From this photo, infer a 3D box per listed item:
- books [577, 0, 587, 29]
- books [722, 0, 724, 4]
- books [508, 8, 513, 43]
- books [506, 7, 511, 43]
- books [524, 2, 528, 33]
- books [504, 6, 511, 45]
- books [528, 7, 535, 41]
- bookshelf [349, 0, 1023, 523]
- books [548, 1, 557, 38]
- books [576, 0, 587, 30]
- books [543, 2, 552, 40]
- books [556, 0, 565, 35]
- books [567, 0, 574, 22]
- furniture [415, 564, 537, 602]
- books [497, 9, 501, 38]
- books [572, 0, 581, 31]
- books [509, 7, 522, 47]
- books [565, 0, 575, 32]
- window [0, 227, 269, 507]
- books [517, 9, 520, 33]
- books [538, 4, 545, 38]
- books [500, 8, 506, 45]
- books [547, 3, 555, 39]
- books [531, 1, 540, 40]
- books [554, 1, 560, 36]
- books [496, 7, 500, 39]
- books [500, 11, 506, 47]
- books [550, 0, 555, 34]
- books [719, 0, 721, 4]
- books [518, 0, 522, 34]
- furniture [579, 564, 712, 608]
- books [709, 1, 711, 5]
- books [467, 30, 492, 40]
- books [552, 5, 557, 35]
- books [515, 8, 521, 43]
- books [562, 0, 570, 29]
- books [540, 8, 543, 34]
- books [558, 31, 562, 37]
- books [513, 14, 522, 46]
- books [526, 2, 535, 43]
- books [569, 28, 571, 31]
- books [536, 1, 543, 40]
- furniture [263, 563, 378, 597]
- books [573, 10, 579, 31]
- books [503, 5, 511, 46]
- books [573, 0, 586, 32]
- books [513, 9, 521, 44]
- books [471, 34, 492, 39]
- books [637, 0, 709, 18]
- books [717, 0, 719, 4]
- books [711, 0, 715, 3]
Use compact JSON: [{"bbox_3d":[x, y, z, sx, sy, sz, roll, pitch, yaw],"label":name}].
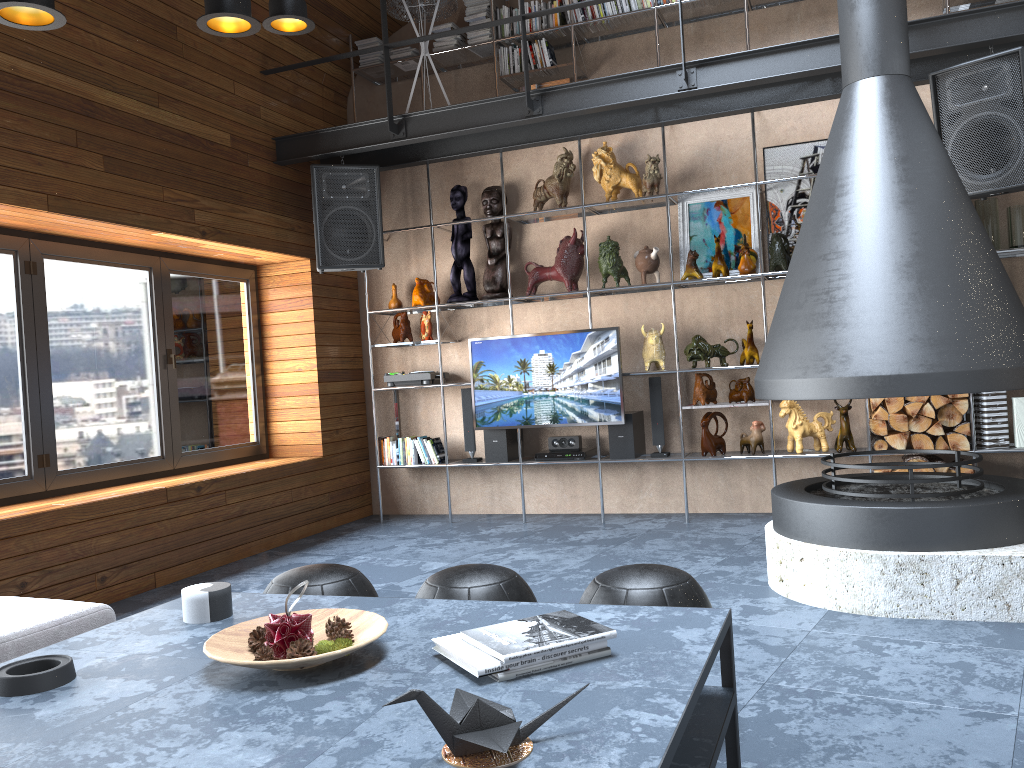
[{"bbox_3d":[0.489,-2.519,6.027,0.053,0.206,0.148,-3,1,21],"label":"books"},{"bbox_3d":[1.335,-2.576,5.723,0.049,0.216,0.137,-3,0,21],"label":"books"},{"bbox_3d":[0.013,-2.506,6.243,0.013,0.234,0.148,-3,0,21],"label":"books"},{"bbox_3d":[-0.003,-2.505,6.237,0.013,0.234,0.148,-3,0,21],"label":"books"},{"bbox_3d":[0.122,-2.512,6.173,0.013,0.234,0.148,-3,0,21],"label":"books"},{"bbox_3d":[-0.007,-2.513,6.263,0.012,0.251,0.192,-3,1,21],"label":"books"},{"bbox_3d":[0.150,-2.496,6.166,0.019,0.199,0.143,-3,1,21],"label":"books"},{"bbox_3d":[3.909,-2.382,4.824,10.738,6.219,0.421,-3,0,21],"label":"bookshelf"},{"bbox_3d":[0.282,-2.512,6.124,0.016,0.216,0.115,-3,0,21],"label":"books"},{"bbox_3d":[0.472,-2.532,6.034,0.053,0.233,0.148,-3,0,21],"label":"books"},{"bbox_3d":[0.252,-2.506,6.126,0.018,0.206,0.148,-3,1,21],"label":"books"},{"bbox_3d":[0.338,-2.531,6.086,0.018,0.247,0.131,-3,0,21],"label":"books"},{"bbox_3d":[0.416,-2.529,6.055,0.055,0.235,0.143,-3,0,20],"label":"books"},{"bbox_3d":[-0.107,0.778,2.666,0.401,0.462,0.402,-3,1,41],"label":"furniture"},{"bbox_3d":[-0.068,-2.501,6.249,0.013,0.234,0.148,-3,0,21],"label":"books"},{"bbox_3d":[0.449,-2.515,6.052,0.051,0.203,0.130,-3,0,21],"label":"books"},{"bbox_3d":[0.024,-2.505,6.227,0.021,0.231,0.161,-3,0,21],"label":"books"},{"bbox_3d":[0.406,-2.517,6.063,0.051,0.212,0.136,-3,0,21],"label":"books"},{"bbox_3d":[-2.861,-0.071,3.810,0.101,1.522,5.936,-3,1,21],"label":"window"},{"bbox_3d":[0.073,-2.501,6.207,0.010,0.217,0.148,-3,0,21],"label":"books"},{"bbox_3d":[0.217,-2.508,6.160,0.014,0.213,0.136,-3,0,21],"label":"books"},{"bbox_3d":[-0.036,-2.502,6.255,0.018,0.232,0.169,-3,1,21],"label":"books"},{"bbox_3d":[0.272,-2.508,6.138,0.010,0.206,0.130,-3,0,21],"label":"books"},{"bbox_3d":[0.172,-2.518,6.170,0.023,0.240,0.146,-3,0,21],"label":"books"},{"bbox_3d":[0.322,-2.509,6.101,0.021,0.203,0.129,-3,0,21],"label":"books"},{"bbox_3d":[-0.066,-2.512,6.289,0.010,0.255,0.207,-3,1,21],"label":"books"},{"bbox_3d":[-0.048,-2.502,6.267,0.013,0.234,0.148,-3,0,21],"label":"books"},{"bbox_3d":[0.290,-2.521,6.101,0.010,0.231,0.129,-3,0,21],"label":"books"},{"bbox_3d":[1.319,-2.575,5.715,0.051,0.218,0.133,-3,0,20],"label":"books"},{"bbox_3d":[0.085,-2.527,6.202,0.020,0.268,0.143,-3,0,21],"label":"books"},{"bbox_3d":[0.381,0.749,2.518,0.402,0.462,0.401,-3,1,36],"label":"furniture"},{"bbox_3d":[1.255,-2.577,5.741,0.054,0.220,0.118,-3,0,21],"label":"books"},{"bbox_3d":[-0.183,-2.450,6.314,0.182,0.016,0.252,-3,1,25],"label":"books"},{"bbox_3d":[0.306,-2.497,6.105,0.014,0.181,0.131,-3,1,21],"label":"books"},{"bbox_3d":[0.059,-2.497,6.208,0.018,0.210,0.146,-3,0,21],"label":"books"},{"bbox_3d":[0.388,-2.519,6.068,0.058,0.219,0.133,-3,0,21],"label":"books"},{"bbox_3d":[0.223,-2.489,6.141,0.009,0.176,0.128,-3,1,21],"label":"books"},{"bbox_3d":[0.322,-2.509,6.101,0.019,0.199,0.127,-3,0,21],"label":"books"},{"bbox_3d":[0.037,-2.493,6.215,0.010,0.206,0.130,-3,0,21],"label":"books"},{"bbox_3d":[0.136,-2.513,6.173,0.013,0.234,0.148,-3,0,21],"label":"books"},{"bbox_3d":[0.388,-2.518,6.068,0.057,0.218,0.129,-3,0,21],"label":"books"},{"bbox_3d":[0.200,-2.517,6.155,0.013,0.234,0.148,-3,0,21],"label":"books"},{"bbox_3d":[-0.609,0.809,2.819,0.402,0.462,0.401,-4,1,-29],"label":"furniture"},{"bbox_3d":[0.434,-2.529,6.063,0.053,0.233,0.148,-3,0,21],"label":"books"},{"bbox_3d":[-0.019,-2.515,6.263,0.012,0.255,0.191,-3,1,21],"label":"books"},{"bbox_3d":[0.459,-2.525,6.040,0.055,0.221,0.141,-3,0,21],"label":"books"},{"bbox_3d":[0.042,-2.493,6.201,0.010,0.208,0.130,-3,0,21],"label":"books"},{"bbox_3d":[-0.179,-2.437,6.320,0.161,0.013,0.217,-3,1,21],"label":"books"},{"bbox_3d":[1.038,-2.554,5.803,0.467,0.211,0.139,-3,1,20],"label":"books"},{"bbox_3d":[1.309,-2.564,5.722,0.047,0.197,0.126,-3,0,21],"label":"books"},{"bbox_3d":[1.276,-2.575,5.741,0.055,0.215,0.155,-3,1,21],"label":"books"}]
